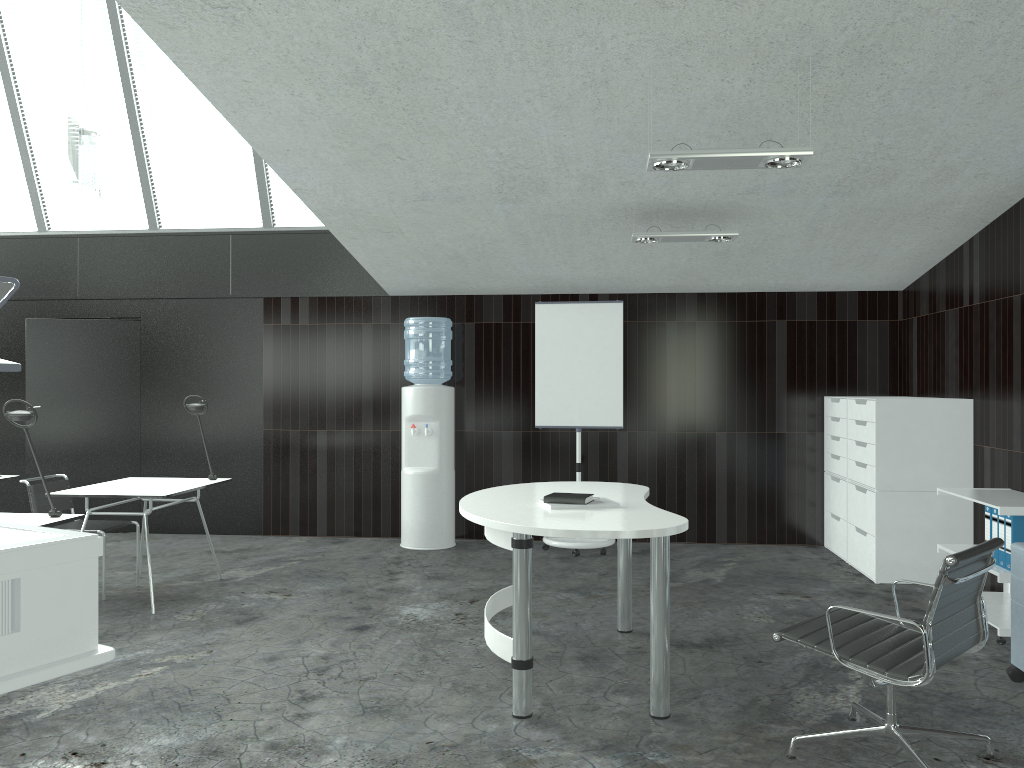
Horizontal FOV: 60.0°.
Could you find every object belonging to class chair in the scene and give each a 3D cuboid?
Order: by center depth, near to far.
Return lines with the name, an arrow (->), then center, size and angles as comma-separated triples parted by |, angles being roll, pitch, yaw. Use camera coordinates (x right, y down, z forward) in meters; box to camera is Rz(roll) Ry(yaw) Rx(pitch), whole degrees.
chair -> 1.265, 0.979, 2.983 | 0.587, 0.825, 0.560 | 0, 0, 45
chair -> -2.608, 1.010, 5.356 | 0.555, 0.765, 0.428 | 0, 0, 7

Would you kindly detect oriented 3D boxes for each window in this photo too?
window -> -7.482, -2.948, 7.395 | 12.775, 3.101, 1.144 | 0, 0, 6

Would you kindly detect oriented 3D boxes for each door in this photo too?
door -> -3.601, 0.388, 7.455 | 0.940, 2.020, 0.365 | 0, 0, 6

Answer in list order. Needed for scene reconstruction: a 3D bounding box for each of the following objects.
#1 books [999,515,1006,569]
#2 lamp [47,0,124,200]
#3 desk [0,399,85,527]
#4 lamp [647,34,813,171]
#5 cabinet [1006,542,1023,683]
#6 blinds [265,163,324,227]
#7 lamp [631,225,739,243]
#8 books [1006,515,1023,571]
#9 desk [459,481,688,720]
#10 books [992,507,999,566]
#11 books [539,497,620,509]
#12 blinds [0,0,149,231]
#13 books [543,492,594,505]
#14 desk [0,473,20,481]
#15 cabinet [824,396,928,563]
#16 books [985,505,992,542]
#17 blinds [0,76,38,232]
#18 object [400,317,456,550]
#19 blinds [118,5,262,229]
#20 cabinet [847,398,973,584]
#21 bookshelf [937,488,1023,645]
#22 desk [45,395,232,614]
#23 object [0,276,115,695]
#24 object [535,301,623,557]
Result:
books -> 2.557, 0.850, 4.385 | 0.262, 0.320, 0.072 | 0, 0, 6
lamp -> -2.189, -2.514, 4.562 | 0.359, 2.848, 0.350 | 0, 0, 6
desk -> -2.378, 0.732, 3.720 | 0.700, 1.321, 0.900 | 0, 0, 7
lamp -> 0.827, -2.731, 3.418 | 0.600, 3.595, 0.212 | 0, 0, 6
cabinet -> 2.372, 1.071, 3.510 | 0.598, 0.648, 0.502 | 0, 0, 5
blinds -> -1.581, -2.932, 6.771 | 0.889, 2.982, 1.106 | 0, 0, 6
lamp -> 1.005, -2.728, 5.195 | 0.600, 3.595, 0.212 | 0, 0, 6
books -> 2.550, 0.850, 4.310 | 0.262, 0.320, 0.072 | 0, 0, 6
desk -> 0.223, 0.984, 3.927 | 0.910, 0.818, 1.600 | 0, 0, 1
books -> 2.565, 0.850, 4.460 | 0.262, 0.320, 0.072 | 0, 0, 6
books -> 0.286, 0.566, 3.789 | 0.297, 0.021, 0.210 | 0, 0, -11
blinds -> -3.549, -2.916, 6.973 | 0.889, 2.949, 1.094 | 0, 0, 6
books -> 0.244, 0.541, 3.770 | 0.183, 0.032, 0.164 | 0, 0, 19
desk -> -3.655, 0.818, 5.482 | 0.700, 1.153, 0.900 | 0, 0, 6
cabinet -> 2.674, 0.753, 6.507 | 0.587, 1.292, 0.639 | 0, 0, 6
books -> 2.573, 0.850, 4.545 | 0.262, 0.320, 0.072 | 0, 0, 6
blinds -> -4.531, -2.916, 7.072 | 0.889, 2.949, 1.094 | 0, 0, 6
object -> -0.655, 0.415, 6.928 | 0.436, 1.967, 0.436 | 0, 0, -5
blinds -> -2.566, -2.932, 6.869 | 0.889, 2.982, 1.106 | 0, 0, 6
cabinet -> 2.609, 0.752, 5.862 | 0.587, 1.292, 0.639 | 0, 0, 6
bookshelf -> 2.575, 1.026, 4.636 | 0.403, 0.739, 0.817 | 0, 0, 6
desk -> -2.190, 0.734, 5.300 | 0.700, 1.321, 0.900 | 0, 0, 6
object -> -1.299, 0.570, 1.890 | 0.680, 1.639, 0.559 | 0, 0, 30
object -> 0.509, 0.353, 6.712 | 0.553, 2.091, 0.560 | 0, 0, -31
